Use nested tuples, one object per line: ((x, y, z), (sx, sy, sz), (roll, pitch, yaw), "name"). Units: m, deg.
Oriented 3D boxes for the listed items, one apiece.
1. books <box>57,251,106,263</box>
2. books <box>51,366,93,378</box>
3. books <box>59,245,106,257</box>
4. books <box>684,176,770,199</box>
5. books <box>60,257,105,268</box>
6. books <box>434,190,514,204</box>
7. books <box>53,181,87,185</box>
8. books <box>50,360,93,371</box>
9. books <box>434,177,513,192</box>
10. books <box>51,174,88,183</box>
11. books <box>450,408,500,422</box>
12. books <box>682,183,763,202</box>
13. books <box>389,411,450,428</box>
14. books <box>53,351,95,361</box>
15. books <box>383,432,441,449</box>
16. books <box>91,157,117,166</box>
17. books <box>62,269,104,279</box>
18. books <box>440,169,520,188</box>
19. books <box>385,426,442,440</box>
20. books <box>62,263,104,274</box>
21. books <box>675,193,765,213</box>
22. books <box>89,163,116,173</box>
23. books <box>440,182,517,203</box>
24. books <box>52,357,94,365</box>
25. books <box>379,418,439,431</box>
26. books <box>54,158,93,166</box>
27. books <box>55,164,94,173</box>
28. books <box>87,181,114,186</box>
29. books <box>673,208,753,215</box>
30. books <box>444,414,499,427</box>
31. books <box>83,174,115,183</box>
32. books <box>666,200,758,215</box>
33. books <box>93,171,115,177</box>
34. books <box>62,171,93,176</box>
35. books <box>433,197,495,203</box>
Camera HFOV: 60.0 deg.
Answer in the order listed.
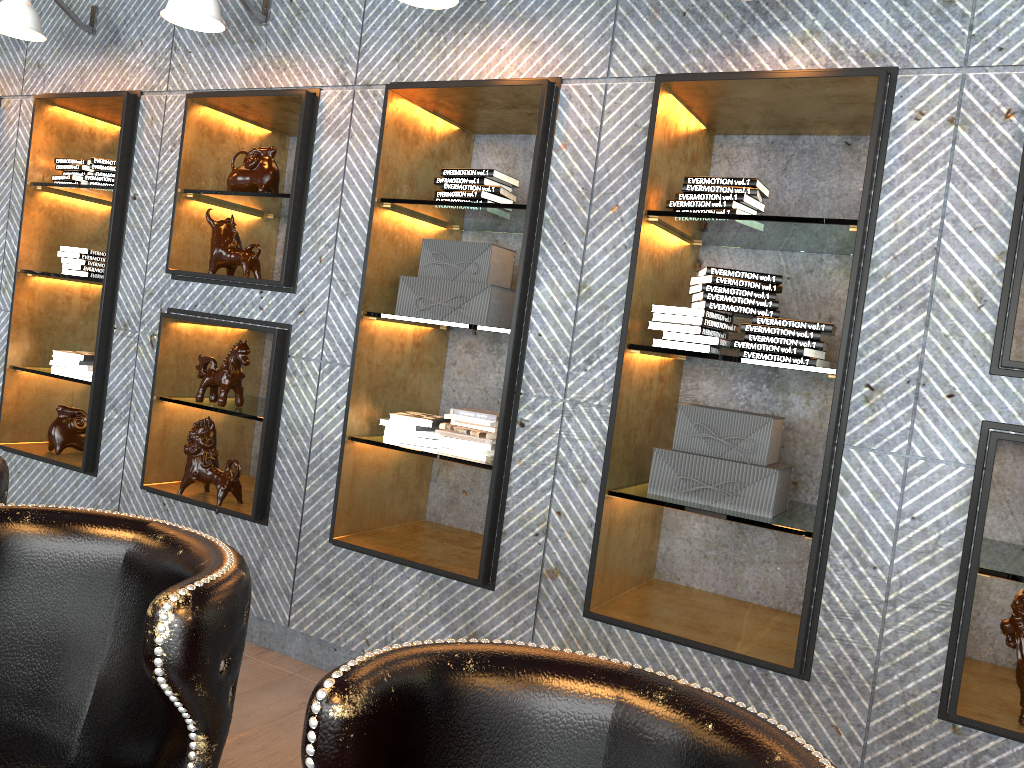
((-2.126, -0.634, 4.478), (0.194, 0.028, 0.245), (9, 3, 31), "books")
((-2.185, -0.063, 4.520), (0.243, 0.034, 0.179), (7, 3, -3), "books")
((-2.117, -0.661, 4.487), (0.193, 0.028, 0.245), (8, 3, 21), "books")
((0.732, -0.669, 3.016), (0.246, 0.028, 0.193), (9, 3, 28), "books")
((-2.107, -0.603, 4.479), (0.194, 0.028, 0.245), (9, 3, 28), "books")
((-0.147, -0.718, 3.447), (0.246, 0.028, 0.193), (10, 3, 39), "books")
((-2.201, -1.010, 4.564), (0.246, 0.028, 0.193), (9, 3, 32), "books")
((-2.198, -0.094, 4.519), (0.227, 0.024, 0.166), (8, 3, 14), "books")
((-0.151, -0.777, 3.485), (0.246, 0.028, 0.193), (9, 3, 34), "books")
((-2.220, -1.041, 4.564), (0.246, 0.028, 0.193), (10, 3, 40), "books")
((-0.115, 0.116, 3.392), (0.212, 0.024, 0.185), (9, 3, 23), "books")
((0.717, -0.642, 3.012), (0.245, 0.028, 0.193), (8, 3, 20), "books")
((-0.366, 0.141, 3.538), (0.179, 0.029, 0.225), (8, 3, 13), "books")
((-2.186, -0.143, 4.518), (0.179, 0.029, 0.225), (8, 3, 11), "books")
((-0.374, 0.219, 3.545), (0.243, 0.034, 0.179), (8, 3, 7), "books")
((-1.934, -1.083, 4.426), (0.245, 0.028, 0.193), (7, 3, 0), "books")
((-2.110, -0.547, 4.490), (0.194, 0.028, 0.245), (9, 3, 24), "books")
((-0.123, -0.800, 3.448), (0.246, 0.028, 0.193), (9, 3, 31), "books")
((-0.388, 0.188, 3.544), (0.227, 0.024, 0.166), (7, 3, -4), "books")
((-2.086, -0.570, 4.442), (0.194, 0.028, 0.245), (9, 3, 37), "books")
((0.706, -0.615, 3.006), (0.246, 0.028, 0.193), (9, 3, 36), "books")
((-1.938, -1.055, 4.427), (0.245, 0.028, 0.193), (8, 3, 8), "books")
((-0.127, -0.744, 3.448), (0.245, 0.028, 0.193), (8, 3, 19), "books")
((-2.186, -0.117, 4.538), (0.175, 0.024, 0.243), (8, 3, 19), "books")
((-0.392, 0.163, 3.574), (0.175, 0.024, 0.243), (9, 3, 27), "books")
((-2.185, -1.122, 4.560), (0.245, 0.028, 0.193), (9, 3, 25), "books")
((-2.190, -1.094, 4.561), (0.246, 0.028, 0.193), (9, 3, 33), "books")
((-1.949, -0.971, 4.430), (0.245, 0.028, 0.193), (8, 3, 7), "books")
((0.696, -0.558, 2.987), (0.246, 0.028, 0.193), (10, 4, 44), "books")
((-0.124, 0.137, 3.370), (0.206, 0.020, 0.197), (9, 3, 30), "books")
((-1.967, -1.002, 4.420), (0.245, 0.028, 0.193), (8, 3, 15), "books")
((0.675, -0.590, 2.999), (0.246, 0.028, 0.193), (10, 3, 39), "books")
((-1.940, -1.029, 4.468), (0.245, 0.028, 0.193), (8, 3, 10), "books")
((-2.174, -1.065, 4.598), (0.246, 0.028, 0.193), (9, 3, 35), "books")
((-0.154, -0.691, 3.461), (0.246, 0.028, 0.193), (9, 3, 28), "books")
